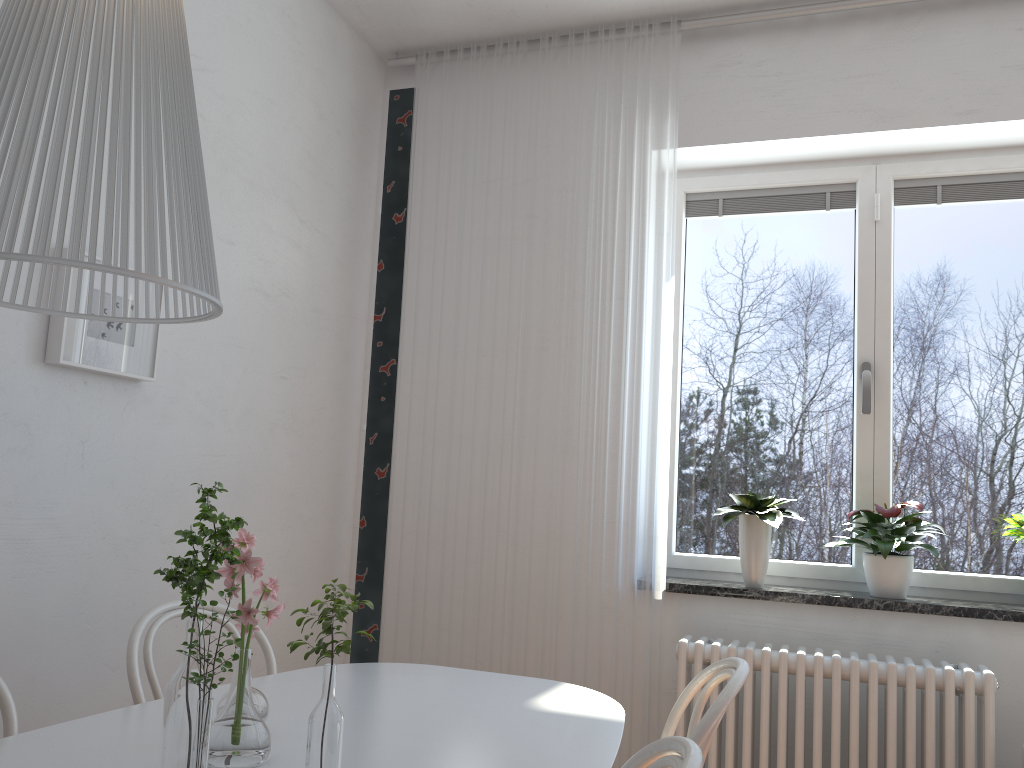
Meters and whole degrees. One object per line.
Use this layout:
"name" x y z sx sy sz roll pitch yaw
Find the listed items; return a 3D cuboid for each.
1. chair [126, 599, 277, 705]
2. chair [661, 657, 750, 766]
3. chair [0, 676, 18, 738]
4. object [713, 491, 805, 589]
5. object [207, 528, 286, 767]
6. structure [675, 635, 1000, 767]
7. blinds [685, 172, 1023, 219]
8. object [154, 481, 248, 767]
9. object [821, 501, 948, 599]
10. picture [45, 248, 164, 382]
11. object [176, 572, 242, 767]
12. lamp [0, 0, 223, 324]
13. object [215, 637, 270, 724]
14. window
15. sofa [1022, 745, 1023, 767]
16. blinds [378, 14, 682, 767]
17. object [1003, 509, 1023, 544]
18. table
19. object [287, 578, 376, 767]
"chair" -0.555 0.942 1.854 0.520 0.916 0.448 0 -7 25
"chair" 1.737 0.798 1.461 3.694 1.340 0.448 2 -6 5
"chair" -0.812 0.852 1.253 0.520 0.916 0.448 1 -7 20
"object" 0.815 0.513 2.930 0.292 0.315 0.354 2 -7 11
"object" -0.409 0.398 1.361 0.111 0.348 0.108 4 -6 -11
"structure" 0.936 1.112 2.644 0.972 0.622 0.224 1 -7 20
"blinds" 1.995 -0.660 2.874 2.844 0.098 0.015 0 -7 20
"object" -0.418 0.340 1.185 0.107 0.419 0.111 2 -6 8
"object" 1.208 0.527 2.846 0.380 0.308 0.371 4 -7 -6
"picture" -0.997 -0.162 2.197 0.047 0.272 0.312 1 -7 20
"object" -0.380 0.388 1.101 0.084 0.307 0.084 6 -7 -25
"lamp" -0.407 -0.831 0.978 0.293 1.493 0.293 6 -7 -25
"object" -0.459 0.513 1.498 0.112 0.151 0.087 -3 -9 42
"window" 1.951 -0.049 2.774 3.020 1.507 0.151 0 -7 20
"sofa" 2.378 1.099 1.560 2.461 0.841 1.006 0 -7 20
"blinds" 0.043 0.139 3.132 1.037 2.881 0.056 1 -7 20
"object" 1.656 0.489 2.661 0.333 0.384 0.300 -2 -8 35
"table" -0.456 0.914 1.007 0.931 0.768 2.294 1 -7 20
"object" -0.244 0.413 1.193 0.098 0.293 0.146 8 -8 -36
